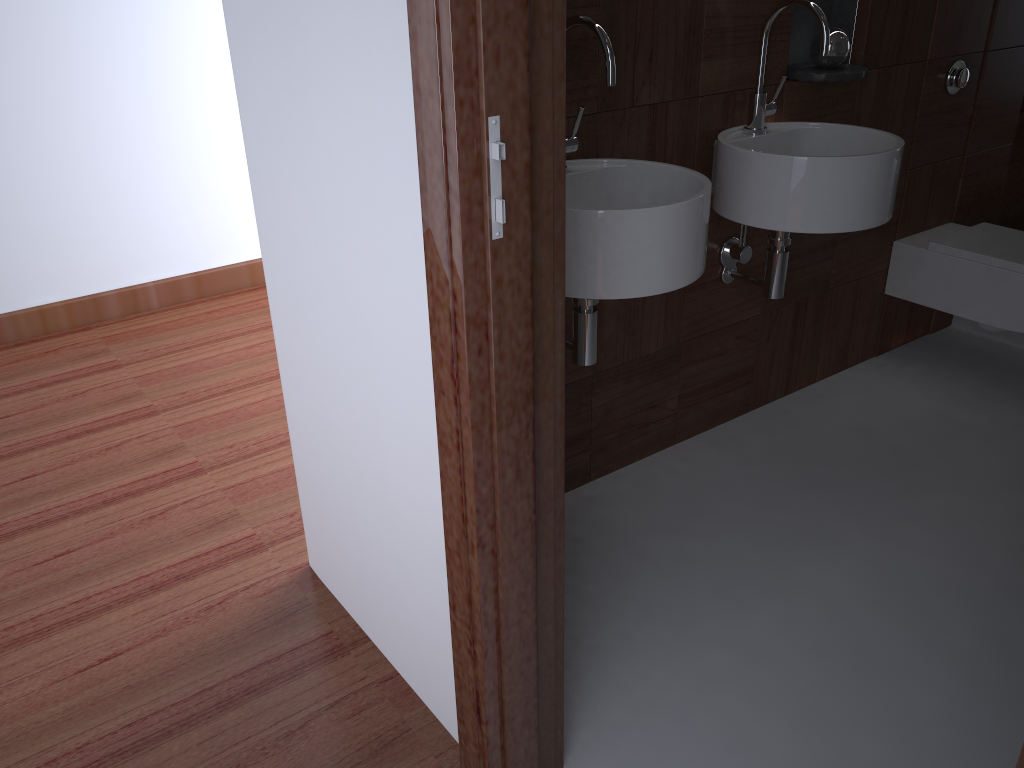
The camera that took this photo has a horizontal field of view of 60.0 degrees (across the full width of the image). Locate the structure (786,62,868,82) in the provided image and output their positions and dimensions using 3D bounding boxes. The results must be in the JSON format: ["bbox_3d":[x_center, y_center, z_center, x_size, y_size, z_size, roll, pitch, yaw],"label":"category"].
[{"bbox_3d":[0.818,-0.822,2.335,0.222,0.023,0.220,22,35,39],"label":"structure"}]

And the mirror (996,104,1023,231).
[{"bbox_3d":[2.135,-1.105,2.255,0.019,2.183,1.433,-19,31,-31],"label":"mirror"}]

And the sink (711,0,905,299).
[{"bbox_3d":[0.691,-0.521,2.090,0.415,0.715,0.417,-19,31,-31],"label":"sink"}]

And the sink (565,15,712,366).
[{"bbox_3d":[0.180,-0.345,1.764,0.415,0.715,0.417,-19,31,-31],"label":"sink"}]

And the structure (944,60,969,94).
[{"bbox_3d":[1.351,-0.925,2.681,0.098,0.098,0.034,-19,31,-31],"label":"structure"}]

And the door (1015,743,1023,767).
[{"bbox_3d":[0.174,0.179,0.235,0.095,1.780,0.708,13,30,27],"label":"door"}]

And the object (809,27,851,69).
[{"bbox_3d":[0.319,-0.696,1.976,1.350,0.104,0.104,-19,31,-31],"label":"object"}]

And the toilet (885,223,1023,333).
[{"bbox_3d":[1.507,-0.300,2.756,0.329,0.284,0.547,-19,31,-31],"label":"toilet"}]
